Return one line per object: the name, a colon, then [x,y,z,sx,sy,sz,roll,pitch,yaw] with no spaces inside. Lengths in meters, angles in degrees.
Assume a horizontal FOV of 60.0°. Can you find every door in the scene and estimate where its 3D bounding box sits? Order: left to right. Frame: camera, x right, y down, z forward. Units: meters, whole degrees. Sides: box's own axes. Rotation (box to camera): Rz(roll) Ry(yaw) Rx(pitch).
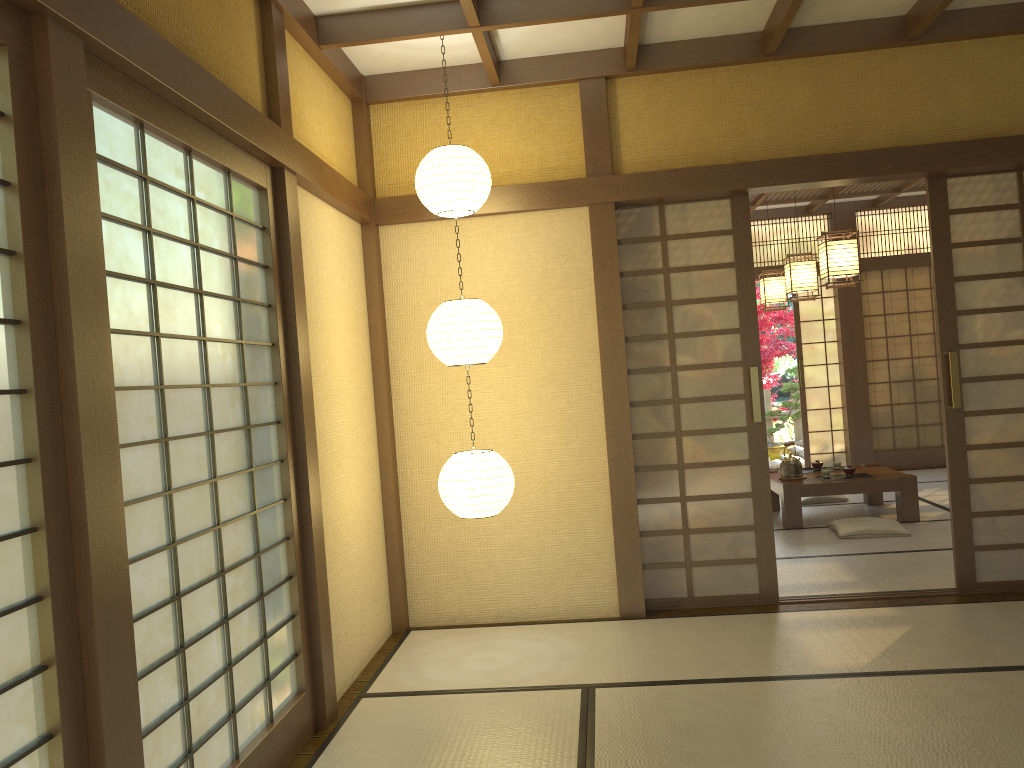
door: [-1.026,0.279,2.082,0.140,2.230,2.890,-4,0,6]
door: [0.762,0.107,4.886,1.230,2.265,0.076,-4,0,6]
door: [4.173,-0.144,9.904,1.894,2.380,0.073,-4,0,6]
door: [2.910,-0.057,4.673,1.230,2.265,0.076,-4,0,6]

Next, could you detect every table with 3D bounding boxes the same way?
table: [2.654,0.907,7.311,1.000,0.350,1.000,-4,0,6]

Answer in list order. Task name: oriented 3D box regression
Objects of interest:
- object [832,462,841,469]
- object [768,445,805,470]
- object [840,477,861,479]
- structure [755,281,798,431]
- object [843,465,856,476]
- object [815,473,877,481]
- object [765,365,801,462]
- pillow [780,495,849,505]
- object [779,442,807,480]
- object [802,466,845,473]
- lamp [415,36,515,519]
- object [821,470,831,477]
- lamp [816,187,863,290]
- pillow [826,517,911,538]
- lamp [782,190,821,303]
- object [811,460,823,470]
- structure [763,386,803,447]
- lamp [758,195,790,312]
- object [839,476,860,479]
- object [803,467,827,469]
object: [2.786,0.697,7.603,0.073,0.052,0.074,-5,0,-41]
object: [3.652,0.967,11.938,1.260,0.276,1.147,-4,0,1]
object: [2.624,0.734,6.930,0.200,0.008,0.008,-4,0,4]
structure: [2.887,-0.719,13.477,3.412,4.004,3.045,-4,0,38]
object: [2.683,0.690,7.053,0.100,0.080,0.100,-4,0,6]
object: [2.646,0.739,7.045,0.400,0.007,0.300,-4,0,6]
object: [3.666,0.412,11.942,1.032,1.362,0.586,-4,0,32]
pillow: [2.772,1.033,8.163,0.496,0.107,0.486,-4,0,-1]
object: [2.276,0.622,7.229,0.219,0.296,0.226,-4,0,1]
object: [2.667,0.735,7.613,0.400,0.007,0.300,-4,0,6]
lamp: [-0.244,-0.522,4.189,0.363,2.297,0.363,-4,0,6]
object: [2.523,0.719,7.120,0.073,0.052,0.074,-5,0,-41]
lamp: [2.262,-1.233,6.210,0.240,1.129,0.240,-4,0,6]
pillow: [2.612,1.053,6.532,0.486,0.107,0.496,-4,0,9]
lamp: [2.375,-1.247,7.369,0.240,1.129,0.240,-4,0,6]
object: [2.613,0.693,7.590,0.100,0.080,0.100,-4,0,6]
structure: [3.699,0.618,12.579,7.456,1.136,0.245,-4,0,6]
lamp: [2.489,-1.260,8.529,0.240,1.129,0.240,-4,0,6]
object: [2.628,0.734,6.943,0.200,0.008,0.008,-4,0,-1]
object: [2.635,0.730,7.712,0.200,0.008,0.008,-4,0,2]
